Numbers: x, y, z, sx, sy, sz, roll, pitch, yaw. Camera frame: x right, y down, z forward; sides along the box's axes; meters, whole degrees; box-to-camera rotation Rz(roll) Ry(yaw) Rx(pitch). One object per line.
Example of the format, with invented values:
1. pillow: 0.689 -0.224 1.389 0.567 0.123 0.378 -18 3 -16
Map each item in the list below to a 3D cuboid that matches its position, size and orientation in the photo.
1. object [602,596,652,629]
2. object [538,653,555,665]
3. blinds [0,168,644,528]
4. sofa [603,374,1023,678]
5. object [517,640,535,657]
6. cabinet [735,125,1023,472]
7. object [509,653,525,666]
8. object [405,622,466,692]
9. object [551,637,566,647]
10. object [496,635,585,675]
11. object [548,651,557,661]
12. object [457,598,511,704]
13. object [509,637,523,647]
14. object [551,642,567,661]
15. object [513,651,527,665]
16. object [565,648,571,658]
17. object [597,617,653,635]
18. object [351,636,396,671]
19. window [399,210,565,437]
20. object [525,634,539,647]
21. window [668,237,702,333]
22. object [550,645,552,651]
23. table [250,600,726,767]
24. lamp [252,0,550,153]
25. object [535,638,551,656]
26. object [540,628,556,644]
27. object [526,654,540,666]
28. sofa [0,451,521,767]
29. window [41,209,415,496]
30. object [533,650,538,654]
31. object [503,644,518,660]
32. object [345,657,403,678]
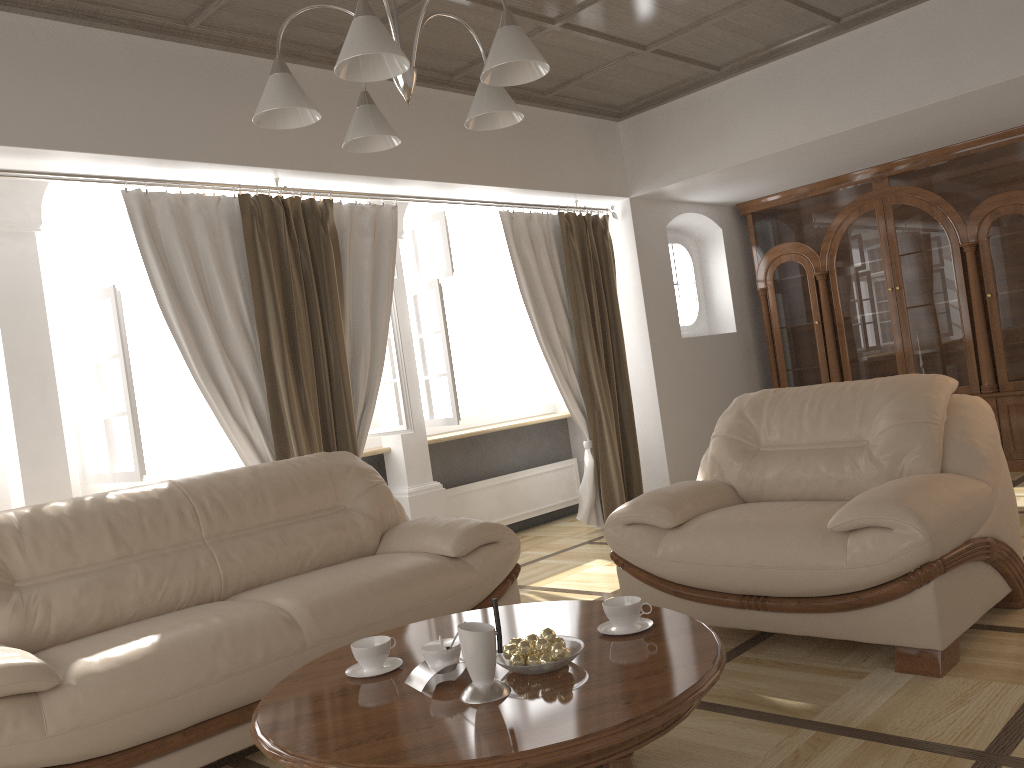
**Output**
1. object: 0.300 0.614 2.359 0.105 0.071 0.114 -8 0 -30
2. object: 0.083 0.655 2.093 0.039 0.039 0.041 -8 0 22
3. blinds: -1.108 0.086 4.468 0.285 2.294 5.765 -8 0 45
4. sofa: 1.166 0.472 3.508 1.318 0.900 1.052 -8 0 45
5. object: 0.033 0.638 2.139 0.038 0.039 0.040 -8 0 30
6. cabinet: 3.039 -0.499 6.743 2.360 2.298 0.587 -8 0 45
7. object: 0.012 0.665 2.117 0.037 0.040 0.041 -8 0 -32
8. object: -0.171 0.654 2.174 0.178 0.133 0.104 -8 0 -30
9. object: 0.115 0.651 2.210 0.039 0.039 0.040 -8 0 -34
10. object: 0.066 0.667 2.160 0.227 0.039 0.227 -8 0 -20
11. object: 0.090 0.661 2.134 0.040 0.038 0.041 -8 0 -17
12. object: -0.075 0.601 2.018 0.119 0.210 0.119 -8 0 22
13. object: 0.014 0.655 2.223 0.040 0.040 0.038 -8 0 24
14. object: 0.109 0.629 2.083 0.038 0.042 0.038 -8 0 -37
15. object: 0.017 0.670 2.156 0.038 0.040 0.040 -8 0 5
16. object: 0.121 0.647 2.115 0.038 0.041 0.041 -8 0 30
17. object: 0.302 0.648 2.363 0.150 0.010 0.150 -8 0 35
18. object: -0.363 0.708 2.319 0.105 0.071 0.114 -8 0 5
19. window: -0.117 -0.456 6.345 0.782 1.500 1.653 -8 0 45
20. object: 0.050 0.651 2.237 0.039 0.039 0.041 -8 0 4
21. window: 1.332 -0.799 7.185 0.050 0.784 0.600 -8 0 45
22. object: 0.095 0.660 2.174 0.040 0.039 0.039 -8 0 35
23. table: -0.030 0.899 2.236 1.167 0.392 1.169 -8 0 40
24. lamp: -0.316 -1.240 2.256 0.741 1.094 0.713 -8 0 45
25. object: 0.072 0.628 2.119 0.037 0.041 0.040 -8 0 -22
26. object: 0.089 0.626 2.195 0.038 0.044 0.038 -8 0 -39
27. object: 0.053 0.665 2.115 0.039 0.040 0.038 -8 0 35
28. sofa: -1.049 0.787 3.241 1.051 0.900 2.135 -8 0 45
29. window: -1.515 -0.257 4.943 0.784 1.500 1.759 -8 0 44
30. object: 0.059 0.665 2.157 0.039 0.038 0.041 -8 0 -3
31. object: -0.003 0.662 2.188 0.041 0.038 0.039 -8 0 -1
32. object: -0.359 0.742 2.314 0.150 0.010 0.150 -8 0 30
